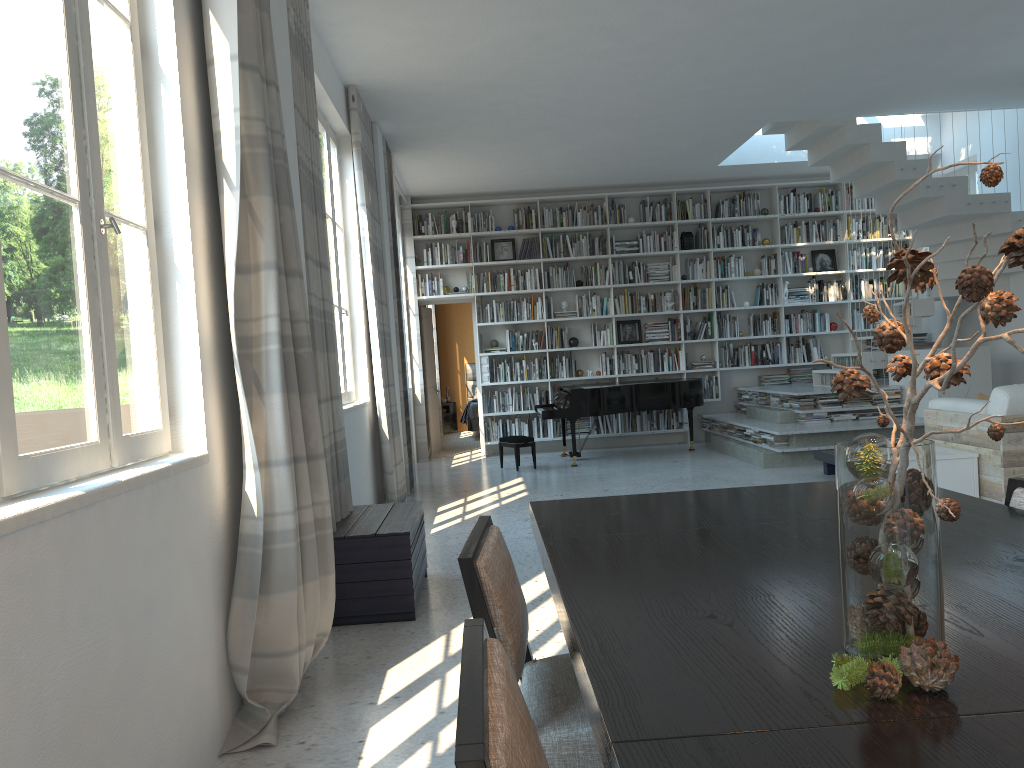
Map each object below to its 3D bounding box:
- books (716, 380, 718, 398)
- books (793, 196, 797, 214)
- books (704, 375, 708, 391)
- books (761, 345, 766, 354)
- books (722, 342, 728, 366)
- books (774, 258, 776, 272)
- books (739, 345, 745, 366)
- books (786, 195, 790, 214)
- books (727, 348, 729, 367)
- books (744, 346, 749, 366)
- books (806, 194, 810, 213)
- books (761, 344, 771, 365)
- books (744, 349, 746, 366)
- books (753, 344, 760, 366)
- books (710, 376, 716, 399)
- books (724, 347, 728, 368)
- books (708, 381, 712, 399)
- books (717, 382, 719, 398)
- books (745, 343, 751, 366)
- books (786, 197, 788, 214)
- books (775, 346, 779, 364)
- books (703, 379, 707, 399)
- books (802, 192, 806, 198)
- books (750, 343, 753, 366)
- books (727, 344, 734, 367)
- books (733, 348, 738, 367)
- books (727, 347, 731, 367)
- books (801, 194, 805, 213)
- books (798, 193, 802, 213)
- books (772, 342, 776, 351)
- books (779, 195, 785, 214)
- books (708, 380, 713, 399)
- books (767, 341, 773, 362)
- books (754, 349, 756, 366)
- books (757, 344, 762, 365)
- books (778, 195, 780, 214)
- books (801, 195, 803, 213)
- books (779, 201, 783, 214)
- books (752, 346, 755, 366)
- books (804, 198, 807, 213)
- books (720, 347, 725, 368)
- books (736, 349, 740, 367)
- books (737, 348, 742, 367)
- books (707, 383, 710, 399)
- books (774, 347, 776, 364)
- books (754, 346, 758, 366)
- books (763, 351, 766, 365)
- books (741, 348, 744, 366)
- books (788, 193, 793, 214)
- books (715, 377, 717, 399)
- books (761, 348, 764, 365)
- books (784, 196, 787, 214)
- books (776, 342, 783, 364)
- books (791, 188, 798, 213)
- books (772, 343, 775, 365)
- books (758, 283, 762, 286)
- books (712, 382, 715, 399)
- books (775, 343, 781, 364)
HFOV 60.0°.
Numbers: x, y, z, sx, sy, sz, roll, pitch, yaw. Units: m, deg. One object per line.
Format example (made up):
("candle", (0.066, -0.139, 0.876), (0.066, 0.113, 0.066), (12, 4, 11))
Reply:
("books", (2.532, 0.062, 11.037), (0.013, 0.233, 0.149), (-4, 2, -2))
("books", (3.510, -2.215, 11.080), (0.030, 0.231, 0.148), (-4, 2, -2))
("books", (2.410, 0.036, 11.044), (0.032, 0.300, 0.149), (-4, 2, -2))
("books", (3.163, -0.362, 11.135), (0.012, 0.249, 0.164), (-4, 2, -2))
("books", (2.670, -0.364, 11.102), (0.010, 0.316, 0.186), (-4, 2, -2))
("books", (3.269, -1.459, 11.107), (0.013, 0.221, 0.155), (-4, 2, -2))
("books", (2.889, -0.354, 11.128), (0.014, 0.268, 0.171), (-4, 2, -2))
("books", (3.433, -2.220, 11.093), (0.027, 0.249, 0.140), (-4, 2, -2))
("books", (2.684, -0.328, 11.129), (0.015, 0.240, 0.152), (-4, 2, -2))
("books", (2.922, -0.348, 11.119), (0.025, 0.252, 0.181), (-4, 2, -2))
("books", (3.684, -2.238, 11.097), (0.012, 0.254, 0.161), (-4, 2, -2))
("books", (3.201, -0.374, 11.130), (0.070, 0.266, 0.186), (-4, 2, -2))
("books", (2.904, -0.332, 11.135), (0.012, 0.221, 0.153), (-4, 2, -2))
("books", (3.072, -0.363, 11.127), (0.026, 0.262, 0.173), (-4, 2, -2))
("books", (2.499, 0.038, 11.027), (0.021, 0.285, 0.172), (-4, 2, -2))
("books", (2.655, -0.336, 11.101), (0.023, 0.262, 0.186), (-4, 2, -2))
("books", (2.455, 0.072, 11.020), (0.026, 0.225, 0.175), (-4, 2, -2))
("books", (2.545, 0.075, 11.050), (0.012, 0.206, 0.160), (-4, 2, -2))
("books", (2.963, -0.368, 11.138), (0.012, 0.285, 0.159), (-4, 2, -2))
("books", (3.408, -2.209, 11.075), (0.024, 0.231, 0.168), (-4, 2, -2))
("books", (3.309, -0.361, 11.127), (0.025, 0.228, 0.175), (-4, 2, -2))
("books", (2.389, 0.065, 11.025), (0.014, 0.246, 0.176), (-4, 2, -2))
("books", (3.653, -2.249, 11.099), (0.012, 0.279, 0.153), (-4, 2, -2))
("books", (2.976, -0.372, 11.117), (0.012, 0.293, 0.175), (-4, 2, -2))
("books", (2.728, -0.357, 11.103), (0.030, 0.294, 0.188), (-4, 2, -2))
("books", (2.787, -0.329, 11.122), (0.065, 0.231, 0.162), (-4, 2, -2))
("books", (2.703, -0.336, 11.104), (0.023, 0.256, 0.178), (-4, 2, -2))
("books", (3.615, -2.233, 11.086), (0.021, 0.254, 0.151), (-4, 2, -2))
("books", (3.575, -2.235, 11.075), (0.014, 0.262, 0.168), (-4, 2, -2))
("books", (3.287, -0.388, 11.156), (0.012, 0.282, 0.143), (-4, 2, -2))
("books", (3.357, -2.215, 11.070), (0.025, 0.251, 0.178), (-4, 2, -2))
("books", (2.473, 0.070, 11.037), (0.012, 0.226, 0.149), (-4, 2, -2))
("books", (3.241, -0.390, 11.140), (0.013, 0.294, 0.134), (-4, 2, -2))
("books", (3.026, -0.348, 11.136), (0.025, 0.238, 0.156), (-4, 2, -2))
("books", (3.097, -0.365, 11.135), (0.026, 0.263, 0.169), (-4, 2, -2))
("books", (3.314, -2.219, 11.085), (0.014, 0.264, 0.140), (-4, 2, -2))
("books", (3.594, -2.223, 11.077), (0.022, 0.236, 0.172), (-4, 2, -2))
("books", (3.335, -2.179, 11.059), (0.022, 0.182, 0.189), (-4, 2, -2))
("books", (2.999, -0.349, 11.121), (0.031, 0.244, 0.184), (-4, 2, -2))
("books", (3.639, -2.209, 11.074), (0.024, 0.202, 0.190), (-4, 2, -2))
("books", (2.637, -0.331, 11.121), (0.012, 0.254, 0.161), (-4, 2, -2))
("books", (2.826, -0.325, 11.124), (0.011, 0.217, 0.175), (-4, 2, -2))
("books", (2.845, -0.335, 11.134), (0.029, 0.235, 0.142), (-4, 2, -2))
("books", (2.436, 0.083, 11.045), (0.013, 0.202, 0.139), (-4, 2, -2))
("books", (3.278, -0.355, 11.131), (0.013, 0.220, 0.168), (-4, 2, -2))
("books", (3.049, -0.352, 11.143), (0.021, 0.243, 0.131), (-4, 2, -2))
("books", (3.147, -0.327, 11.133), (0.025, 0.181, 0.169), (-4, 2, -2))
("books", (2.872, -0.333, 11.131), (0.024, 0.228, 0.159), (-4, 2, -2))
("books", (3.470, -2.236, 11.077), (0.048, 0.278, 0.150), (-4, 2, -2))
("books", (2.517, 0.044, 11.050), (0.015, 0.271, 0.157), (-4, 2, -2))
("books", (3.123, -0.341, 11.138), (0.022, 0.211, 0.135), (-4, 2, -2))
("books", (3.383, -2.212, 11.066), (0.026, 0.242, 0.184), (-4, 2, -2))
("books", (3.358, -0.387, 11.134), (0.025, 0.272, 0.171), (-4, 2, -2))
("books", (3.529, -2.267, 11.068), (0.014, 0.332, 0.180), (-4, 2, -2))
("books", (3.259, -0.377, 11.142), (0.021, 0.265, 0.150), (-4, 2, -2))
("books", (3.119, -1.116, 11.123), (0.016, 0.290, 0.135), (-4, 2, -2))
("books", (2.486, 0.076, 11.021), (0.011, 0.212, 0.178), (-4, 2, -2))
("books", (3.333, -0.378, 11.133), (0.026, 0.258, 0.156), (-4, 2, -2))
